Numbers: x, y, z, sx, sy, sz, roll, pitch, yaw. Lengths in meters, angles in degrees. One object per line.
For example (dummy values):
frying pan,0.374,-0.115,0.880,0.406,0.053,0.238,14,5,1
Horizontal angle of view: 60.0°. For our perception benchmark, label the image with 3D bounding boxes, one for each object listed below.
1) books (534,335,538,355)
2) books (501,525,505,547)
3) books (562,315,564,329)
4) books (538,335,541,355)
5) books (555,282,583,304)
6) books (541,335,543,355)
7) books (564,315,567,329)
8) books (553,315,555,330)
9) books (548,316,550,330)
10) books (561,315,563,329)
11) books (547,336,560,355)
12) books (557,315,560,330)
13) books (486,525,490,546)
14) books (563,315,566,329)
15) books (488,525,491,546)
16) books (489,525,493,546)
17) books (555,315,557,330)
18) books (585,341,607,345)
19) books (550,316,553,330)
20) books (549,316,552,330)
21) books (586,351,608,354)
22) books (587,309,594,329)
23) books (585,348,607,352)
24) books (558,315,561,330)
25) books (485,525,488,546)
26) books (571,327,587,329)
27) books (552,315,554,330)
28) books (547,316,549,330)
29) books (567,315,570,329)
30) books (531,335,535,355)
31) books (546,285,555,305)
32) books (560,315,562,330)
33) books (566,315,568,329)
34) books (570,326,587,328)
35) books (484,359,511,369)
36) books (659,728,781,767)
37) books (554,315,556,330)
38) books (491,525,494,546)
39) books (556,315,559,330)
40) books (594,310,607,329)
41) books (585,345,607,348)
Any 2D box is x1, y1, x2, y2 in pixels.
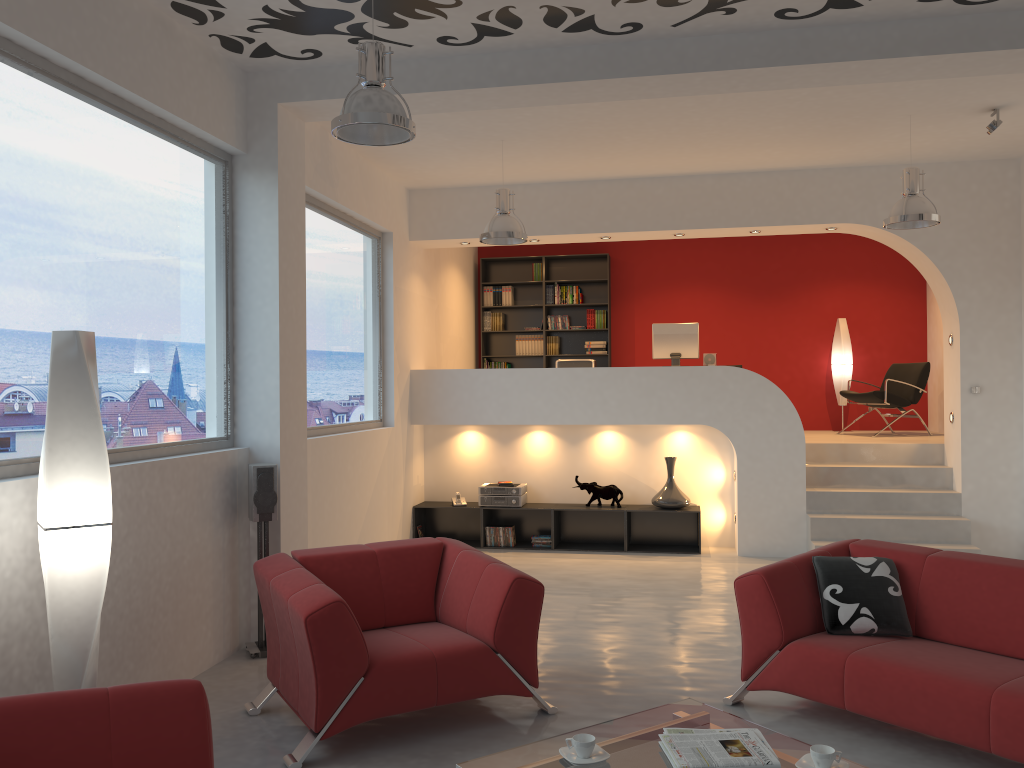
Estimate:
books,0.324,-0.493,11.356,0.040,0.260,0.200,-1,0,11
books,-0.076,1.483,8.668,0.031,0.190,0.135,-1,0,11
books,0.663,-0.777,11.313,0.031,0.190,0.135,-1,0,11
books,0.364,-0.494,11.349,0.040,0.260,0.200,-1,0,11
books,0.725,-1.143,11.271,0.341,0.286,0.231,-1,0,11
books,0.403,-0.494,11.341,0.040,0.260,0.200,-1,0,11
books,0.692,-0.778,11.307,0.031,0.190,0.135,-1,0,11
books,0.545,-0.776,11.335,0.031,0.190,0.135,-1,0,11
books,0.486,-0.776,11.347,0.031,0.190,0.135,-1,0,11
books,0.648,-0.777,11.316,0.031,0.190,0.135,-1,0,11
books,0.529,-0.485,11.329,0.146,0.240,0.170,-1,0,11
books,0.604,-0.777,11.324,0.031,0.190,0.135,-1,0,11
books,-0.223,1.484,8.697,0.031,0.190,0.135,-1,0,11
books,0.678,-0.778,11.310,0.031,0.190,0.135,-1,0,11
books,-0.209,1.484,8.694,0.031,0.190,0.135,-1,0,11
books,-0.194,1.484,8.691,0.031,0.190,0.135,-1,0,11
books,0.574,-0.777,11.330,0.031,0.190,0.135,-1,0,11
books,1.066,-0.510,11.190,0.260,0.040,0.200,-1,0,11
books,0.516,-0.776,11.341,0.031,0.190,0.135,-1,0,11
books,0.501,-0.776,11.344,0.031,0.190,0.135,-1,0,11
books,1.082,-0.390,11.199,0.260,0.040,0.200,-1,0,12
books,1.003,-0.814,11.241,0.090,0.256,0.181,-1,0,11
books,1.063,-0.430,11.200,0.260,0.040,0.200,-1,0,11
books,0.619,-0.777,11.321,0.031,0.190,0.135,-1,0,11
books,-0.238,1.484,8.699,0.031,0.190,0.135,-1,0,11
books,0.853,-0.707,11.277,0.190,0.015,0.135,-1,0,11
books,0.530,-0.776,11.338,0.031,0.190,0.135,-1,0,11
books,0.471,-0.776,11.350,0.031,0.190,0.135,-1,0,11
books,0.722,-0.778,11.302,0.031,0.190,0.135,-1,0,11
books,0.283,-0.493,11.364,0.040,0.260,0.200,-1,0,11
books,0.497,-1.125,11.338,0.090,0.256,0.181,-1,0,11
books,0.633,-0.777,11.319,0.031,0.190,0.135,-1,0,11
books,0.707,-0.778,11.305,0.031,0.190,0.135,-1,0,11
books,0.843,-0.721,11.279,0.190,0.015,0.135,-1,0,16
books,-0.179,-0.185,11.440,0.341,0.286,0.231,-1,0,11
books,0.698,1.248,3.026,0.367,0.035,0.345,0,0,1
books,0.560,-0.776,11.333,0.031,0.190,0.135,-1,0,11
books,-0.179,1.484,8.688,0.031,0.190,0.135,-1,0,11
books,0.589,-0.777,11.327,0.031,0.190,0.135,-1,0,11
books,1.122,-0.807,11.217,0.146,0.240,0.170,-1,0,11
books,1.058,-0.470,11.200,0.260,0.040,0.200,-1,0,10
